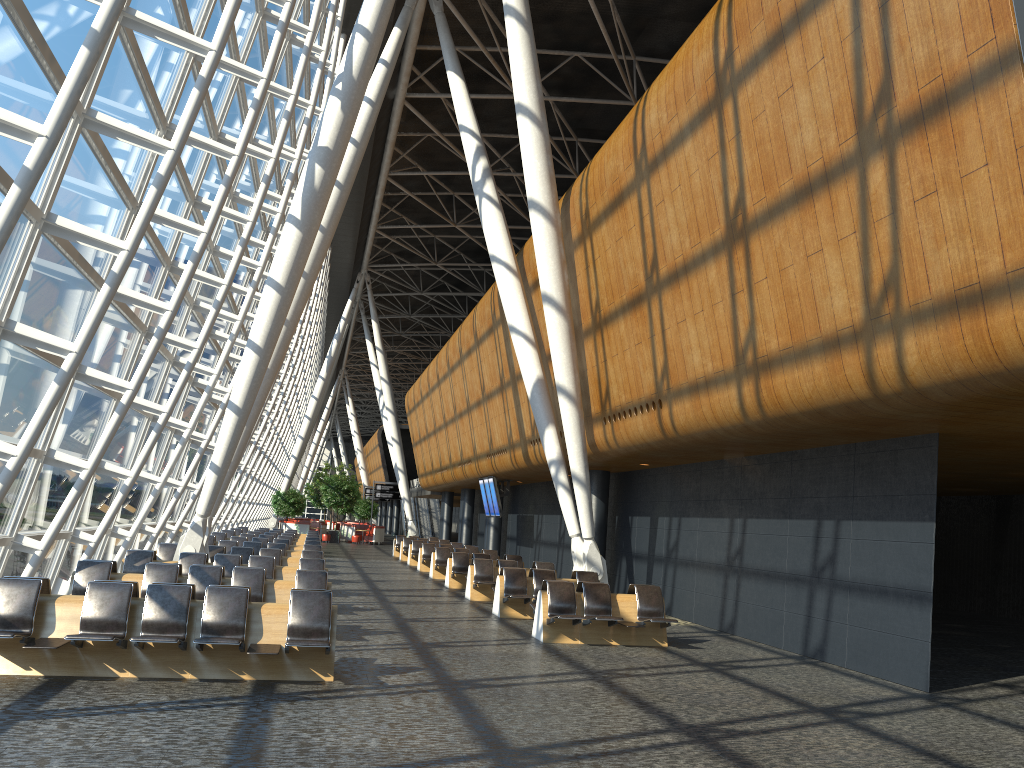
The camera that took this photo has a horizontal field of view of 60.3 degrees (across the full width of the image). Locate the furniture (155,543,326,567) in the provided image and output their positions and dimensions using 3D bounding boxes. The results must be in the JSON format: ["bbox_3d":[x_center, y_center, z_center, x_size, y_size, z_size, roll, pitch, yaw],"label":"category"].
[{"bbox_3d":[-5.375,3.675,17.511,3.257,0.863,1.673,5,-8,-12],"label":"furniture"}]

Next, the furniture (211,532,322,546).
[{"bbox_3d":[-7.349,4.933,26.286,3.257,0.863,1.673,5,-8,-12],"label":"furniture"}]

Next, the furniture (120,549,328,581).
[{"bbox_3d":[-4.717,3.256,14.585,3.257,0.863,1.673,5,-8,-12],"label":"furniture"}]

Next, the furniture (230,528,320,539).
[{"bbox_3d":[-8.665,5.772,32.136,3.257,0.863,1.673,5,-8,-12],"label":"furniture"}]

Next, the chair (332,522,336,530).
[{"bbox_3d":[-11.704,9.798,59.424,0.660,1.003,0.628,2,-5,23],"label":"chair"}]

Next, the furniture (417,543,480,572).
[{"bbox_3d":[-1.973,5.487,27.721,1.900,0.863,1.673,5,-8,-12],"label":"furniture"}]

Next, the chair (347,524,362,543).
[{"bbox_3d":[-8.946,8.492,50.036,0.660,1.003,0.628,1,-5,33],"label":"chair"}]

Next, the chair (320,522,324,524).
[{"bbox_3d":[-12.190,9.126,55.337,0.660,1.003,0.628,2,-5,13],"label":"chair"}]

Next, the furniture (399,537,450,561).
[{"bbox_3d":[-3.289,6.326,33.571,1.900,0.863,1.673,5,-8,-12],"label":"furniture"}]

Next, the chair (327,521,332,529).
[{"bbox_3d":[-12.853,10.313,63.149,0.663,1.003,0.625,6,-5,-27],"label":"chair"}]

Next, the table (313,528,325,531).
[{"bbox_3d":[-10.367,8.054,46.977,0.804,0.745,0.800,9,-8,-41],"label":"table"}]

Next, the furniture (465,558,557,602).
[{"bbox_3d":[0.001,4.229,18.945,1.900,0.863,1.673,5,-8,-12],"label":"furniture"}]

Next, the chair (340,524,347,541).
[{"bbox_3d":[-9.536,8.616,51.059,0.622,1.003,0.667,2,-5,23],"label":"chair"}]

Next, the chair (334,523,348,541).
[{"bbox_3d":[-10.061,8.750,52.116,0.660,1.003,0.628,2,-5,23],"label":"chair"}]

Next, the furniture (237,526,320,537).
[{"bbox_3d":[-9.323,6.191,35.062,3.257,0.863,1.673,5,-8,-12],"label":"furniture"}]

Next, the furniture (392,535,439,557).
[{"bbox_3d":[-3.947,6.745,36.496,1.900,0.863,1.673,5,-8,-12],"label":"furniture"}]

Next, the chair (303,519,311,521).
[{"bbox_3d":[-14.866,10.207,63.259,0.661,1.003,0.627,-1,-6,43],"label":"chair"}]

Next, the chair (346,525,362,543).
[{"bbox_3d":[-8.752,8.331,48.940,0.622,1.003,0.666,1,-5,33],"label":"chair"}]

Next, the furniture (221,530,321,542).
[{"bbox_3d":[-8.007,5.352,29.211,3.257,0.863,1.673,5,-8,-12],"label":"furniture"}]

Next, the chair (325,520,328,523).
[{"bbox_3d":[-14.315,10.752,66.511,0.663,1.003,0.625,6,-5,-27],"label":"chair"}]

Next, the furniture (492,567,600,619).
[{"bbox_3d":[0.659,3.809,16.020,1.900,0.863,1.673,5,-8,-12],"label":"furniture"}]

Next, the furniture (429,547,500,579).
[{"bbox_3d":[-1.315,5.067,24.795,1.900,0.863,1.673,5,-8,-12],"label":"furniture"}]

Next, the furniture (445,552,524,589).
[{"bbox_3d":[-0.657,4.648,21.870,1.900,0.863,1.673,5,-8,-12],"label":"furniture"}]

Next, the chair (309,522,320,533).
[{"bbox_3d":[-11.185,8.231,49.247,0.622,1.003,0.667,3,-5,13],"label":"chair"}]

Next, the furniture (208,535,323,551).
[{"bbox_3d":[-6.691,4.514,23.361,3.257,0.863,1.673,5,-8,-12],"label":"furniture"}]

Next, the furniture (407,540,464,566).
[{"bbox_3d":[-2.631,5.906,30.646,1.900,0.863,1.673,5,-8,-12],"label":"furniture"}]

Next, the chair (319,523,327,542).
[{"bbox_3d":[-10.547,8.079,48.029,0.660,1.003,0.628,2,-5,13],"label":"chair"}]

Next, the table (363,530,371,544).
[{"bbox_3d":[-8.362,8.586,49.584,0.798,0.745,0.806,3,-6,4],"label":"table"}]

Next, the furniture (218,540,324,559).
[{"bbox_3d":[-6.033,4.094,20.436,3.257,0.863,1.673,5,-8,-12],"label":"furniture"}]

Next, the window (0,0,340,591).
[{"bbox_3d":[-18.410,5.123,73.957,3.726,13.927,167.517,4,-9,-12],"label":"window"}]

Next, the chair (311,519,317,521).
[{"bbox_3d":[-14.810,10.426,64.631,0.623,1.003,0.666,-1,-6,42],"label":"chair"}]

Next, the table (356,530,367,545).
[{"bbox_3d":[-8.148,8.361,48.065,0.798,0.745,0.806,3,-6,4],"label":"table"}]
